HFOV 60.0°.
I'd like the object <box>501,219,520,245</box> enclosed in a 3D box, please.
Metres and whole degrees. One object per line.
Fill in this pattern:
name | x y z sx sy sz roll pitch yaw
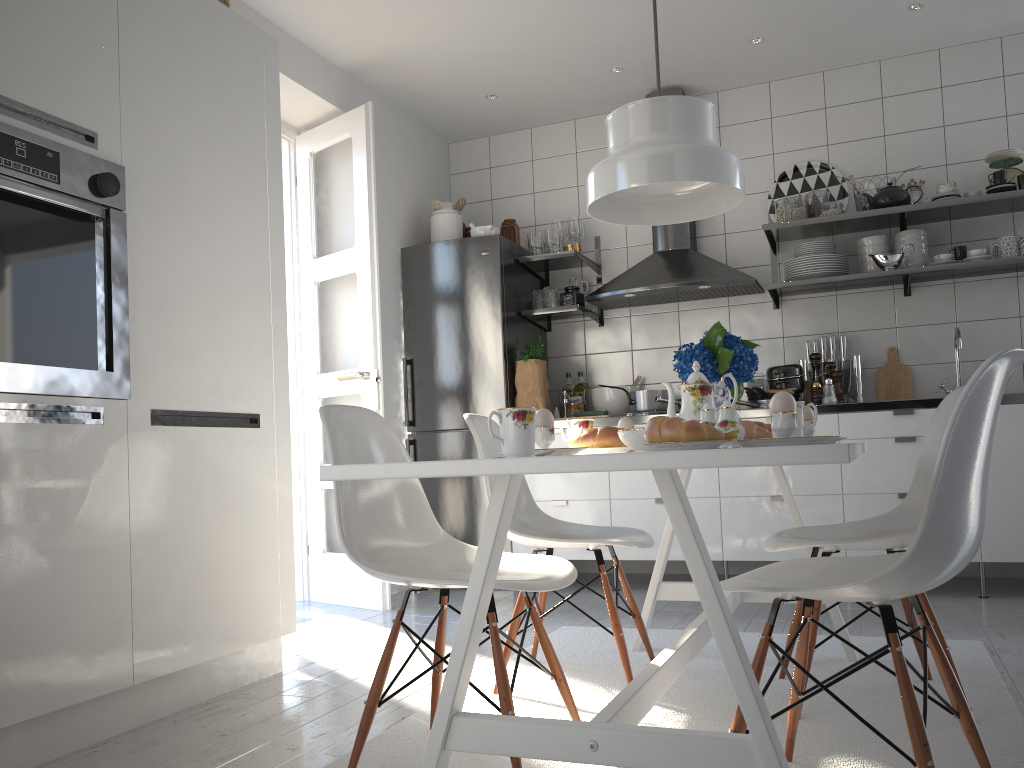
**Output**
object | -0.009 -0.823 4.980 0.097 0.194 0.097 -4 -3 22

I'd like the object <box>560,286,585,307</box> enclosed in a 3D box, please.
object | 0.323 -0.459 4.738 0.100 0.122 0.100 -5 -4 32

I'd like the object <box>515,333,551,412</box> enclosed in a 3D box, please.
object | 0.104 -0.041 4.610 0.174 0.508 0.283 -3 -3 10

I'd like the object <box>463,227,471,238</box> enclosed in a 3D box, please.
object | -0.218 -0.795 4.962 0.113 0.154 0.113 0 -4 -39

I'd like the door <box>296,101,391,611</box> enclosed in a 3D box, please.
door | -0.825 -0.117 4.223 0.603 2.322 0.156 -5 -3 42

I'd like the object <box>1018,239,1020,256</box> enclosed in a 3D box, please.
object | 2.293 -0.594 3.958 0.083 0.100 0.109 -2 -4 -8

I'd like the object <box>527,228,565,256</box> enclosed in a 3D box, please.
object | 0.186 -0.742 4.779 0.190 0.134 0.229 -3 -4 13

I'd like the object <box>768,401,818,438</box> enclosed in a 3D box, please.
object | 0.601 0.087 1.918 0.078 0.095 0.091 0 -4 -31

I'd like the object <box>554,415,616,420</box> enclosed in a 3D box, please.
object | 0.360 0.176 4.488 0.330 0.012 0.220 -4 -5 22

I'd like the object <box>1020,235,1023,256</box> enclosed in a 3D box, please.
object | 2.274 -0.601 3.866 0.108 0.100 0.083 -3 -3 11

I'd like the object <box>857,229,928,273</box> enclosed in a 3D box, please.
object | 1.823 -0.609 4.246 0.310 0.216 0.150 -4 -4 20

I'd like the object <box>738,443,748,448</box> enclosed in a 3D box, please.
object | 0.594 0.140 2.081 0.158 0.016 0.158 -5 -6 32

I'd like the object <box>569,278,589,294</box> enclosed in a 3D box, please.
object | 0.363 -0.535 4.916 0.083 0.100 0.109 0 -4 -33

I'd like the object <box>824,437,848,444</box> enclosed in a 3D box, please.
object | 0.757 0.150 2.281 0.201 0.016 0.201 -5 -5 27

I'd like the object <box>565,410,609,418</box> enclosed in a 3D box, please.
object | 0.354 0.153 4.488 0.276 0.053 0.142 -6 -6 38

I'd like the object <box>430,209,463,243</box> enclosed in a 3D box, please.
object | -0.355 -0.828 4.830 0.174 0.208 0.174 -4 -4 18

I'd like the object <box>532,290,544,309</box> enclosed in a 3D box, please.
object | 0.149 -0.446 4.791 0.086 0.119 0.086 -5 -4 33

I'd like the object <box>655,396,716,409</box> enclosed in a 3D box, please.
object | 0.863 0.091 4.346 0.351 0.060 0.233 -2 -5 1

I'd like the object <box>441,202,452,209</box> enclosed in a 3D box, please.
object | -0.355 -0.873 4.842 0.064 0.289 0.141 -2 -3 -4

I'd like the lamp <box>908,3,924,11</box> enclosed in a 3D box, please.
lamp | 1.783 -1.675 3.911 0.064 0.030 0.064 -4 -4 15

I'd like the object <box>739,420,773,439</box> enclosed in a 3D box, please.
object | 0.585 0.113 2.098 0.124 0.057 0.161 -6 -6 37

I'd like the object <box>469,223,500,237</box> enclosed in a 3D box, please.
object | -0.139 -0.797 4.721 0.159 0.110 0.173 -4 -4 17

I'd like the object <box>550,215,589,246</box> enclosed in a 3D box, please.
object | 0.320 -0.790 4.934 0.193 0.244 0.206 -4 -4 20

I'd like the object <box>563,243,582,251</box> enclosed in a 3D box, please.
object | 0.323 -0.722 4.745 0.099 0.048 0.100 2 -6 -44

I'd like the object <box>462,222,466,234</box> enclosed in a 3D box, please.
object | -0.326 -0.825 5.034 0.117 0.236 0.118 0 -4 -42

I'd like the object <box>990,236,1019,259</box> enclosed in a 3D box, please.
object | 2.186 -0.593 3.919 0.083 0.100 0.109 -2 -4 -8

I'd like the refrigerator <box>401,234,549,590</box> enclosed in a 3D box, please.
refrigerator | -0.180 0.172 4.853 0.577 1.797 0.695 -4 -3 22

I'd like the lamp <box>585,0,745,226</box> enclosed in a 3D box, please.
lamp | 0.338 -1.087 2.153 0.373 1.321 0.374 0 -3 -36

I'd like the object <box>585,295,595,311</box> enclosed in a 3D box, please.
object | 0.399 -0.437 4.902 0.108 0.100 0.083 -3 -3 11

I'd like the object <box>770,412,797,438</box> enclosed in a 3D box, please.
object | 0.510 0.082 1.660 0.048 0.057 0.048 -1 -4 -27

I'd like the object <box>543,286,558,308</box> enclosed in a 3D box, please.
object | 0.204 -0.455 4.707 0.086 0.119 0.086 -4 -3 19

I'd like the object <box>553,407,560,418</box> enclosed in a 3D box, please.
object | 0.237 0.167 4.772 0.046 0.084 0.046 -2 -3 0

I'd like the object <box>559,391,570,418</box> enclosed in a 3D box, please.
object | 0.288 0.123 4.800 0.059 0.172 0.059 -2 -3 -18

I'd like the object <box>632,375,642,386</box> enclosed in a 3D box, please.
object | 0.609 0.069 4.772 0.221 0.232 0.081 -1 -3 -17

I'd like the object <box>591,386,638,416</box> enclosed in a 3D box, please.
object | 0.555 0.109 4.762 0.247 0.175 0.248 0 -4 -27

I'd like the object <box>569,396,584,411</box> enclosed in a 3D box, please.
object | 0.352 0.140 4.848 0.077 0.140 0.044 -4 -3 22

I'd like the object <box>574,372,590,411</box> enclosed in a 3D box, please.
object | 0.393 0.071 4.887 0.089 0.281 0.082 -4 -3 22

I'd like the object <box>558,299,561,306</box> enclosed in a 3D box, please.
object | 0.234 -0.423 4.987 0.083 0.100 0.109 -2 -4 -8

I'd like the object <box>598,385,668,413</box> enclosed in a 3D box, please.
object | 0.642 0.072 4.556 0.347 0.153 0.200 0 -5 -28

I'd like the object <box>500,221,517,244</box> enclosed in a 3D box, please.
object | -0.019 -0.811 4.873 0.093 0.153 0.093 -5 -4 45

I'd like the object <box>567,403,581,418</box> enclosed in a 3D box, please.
object | 0.333 0.152 4.744 0.078 0.101 0.078 -2 -3 -11

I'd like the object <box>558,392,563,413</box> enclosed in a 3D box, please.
object | 0.284 0.129 4.865 0.059 0.172 0.059 -2 -3 -18

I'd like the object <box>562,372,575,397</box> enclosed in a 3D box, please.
object | 0.319 0.077 4.923 0.066 0.282 0.066 -3 -3 17

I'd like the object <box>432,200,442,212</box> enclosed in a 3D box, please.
object | -0.403 -0.858 4.819 0.054 0.262 0.149 -2 -3 -3

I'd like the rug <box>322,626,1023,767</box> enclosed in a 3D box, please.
rug | 0.418 0.817 2.071 1.427 0.004 2.313 -4 -5 22

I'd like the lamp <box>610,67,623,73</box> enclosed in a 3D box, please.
lamp | 0.521 -1.579 4.430 0.064 0.030 0.064 -4 -4 15

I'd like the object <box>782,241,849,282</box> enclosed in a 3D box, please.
object | 1.476 -0.578 4.312 0.306 0.194 0.301 -4 -5 27

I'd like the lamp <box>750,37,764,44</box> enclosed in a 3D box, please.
lamp | 1.152 -1.627 4.170 0.064 0.030 0.064 -4 -4 15

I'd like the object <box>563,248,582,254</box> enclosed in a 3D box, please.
object | 0.326 -0.700 4.744 0.100 0.036 0.100 -6 -6 42

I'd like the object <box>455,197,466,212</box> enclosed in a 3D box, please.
object | -0.311 -0.875 4.854 0.131 0.295 0.056 -3 -3 2

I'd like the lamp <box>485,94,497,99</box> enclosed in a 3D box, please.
lamp | -0.109 -1.531 4.690 0.064 0.030 0.064 -4 -4 15

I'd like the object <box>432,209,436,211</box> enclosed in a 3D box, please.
object | -0.387 -0.852 4.838 0.061 0.250 0.117 0 -4 -38
